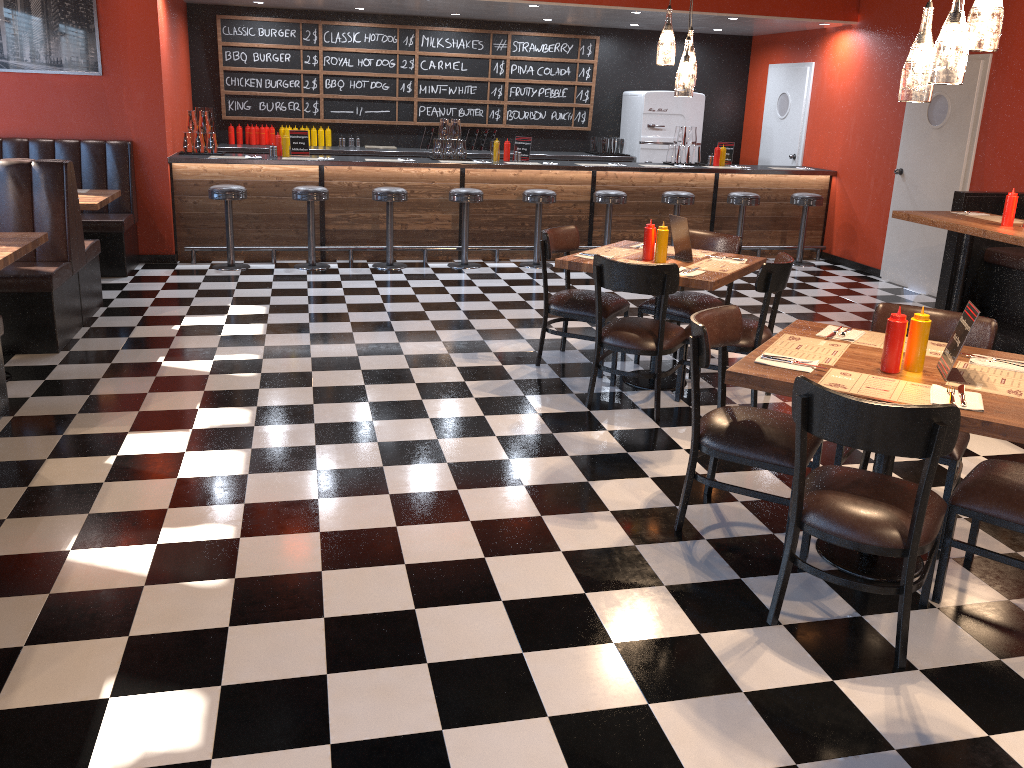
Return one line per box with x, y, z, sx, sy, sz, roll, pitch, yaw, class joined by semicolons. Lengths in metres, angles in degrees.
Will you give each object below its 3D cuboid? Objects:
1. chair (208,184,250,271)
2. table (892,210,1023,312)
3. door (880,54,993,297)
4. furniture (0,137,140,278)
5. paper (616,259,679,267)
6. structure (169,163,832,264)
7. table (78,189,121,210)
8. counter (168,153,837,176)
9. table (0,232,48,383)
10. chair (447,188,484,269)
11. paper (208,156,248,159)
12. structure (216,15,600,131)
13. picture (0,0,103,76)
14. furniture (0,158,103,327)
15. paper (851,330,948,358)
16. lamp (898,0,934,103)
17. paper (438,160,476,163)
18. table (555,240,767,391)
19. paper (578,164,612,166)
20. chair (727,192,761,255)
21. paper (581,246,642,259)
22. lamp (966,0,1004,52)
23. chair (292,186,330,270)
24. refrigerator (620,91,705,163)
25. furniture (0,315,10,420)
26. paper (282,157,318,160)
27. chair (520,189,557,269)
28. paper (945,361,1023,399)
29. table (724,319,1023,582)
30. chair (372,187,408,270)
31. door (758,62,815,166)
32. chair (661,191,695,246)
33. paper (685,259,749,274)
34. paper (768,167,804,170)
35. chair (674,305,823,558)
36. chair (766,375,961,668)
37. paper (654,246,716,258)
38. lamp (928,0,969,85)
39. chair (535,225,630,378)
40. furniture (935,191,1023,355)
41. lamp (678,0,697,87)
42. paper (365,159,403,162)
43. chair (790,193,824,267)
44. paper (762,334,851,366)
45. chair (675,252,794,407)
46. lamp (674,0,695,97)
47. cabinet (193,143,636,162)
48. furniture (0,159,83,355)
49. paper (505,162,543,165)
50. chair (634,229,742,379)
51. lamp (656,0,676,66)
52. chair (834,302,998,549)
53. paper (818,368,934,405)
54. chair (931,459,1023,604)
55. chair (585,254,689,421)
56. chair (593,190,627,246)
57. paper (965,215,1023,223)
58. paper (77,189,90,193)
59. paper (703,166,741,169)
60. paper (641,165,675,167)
-2.661;-1.481;8.343;0.350;0.765;0.351;12;19;30;chair
3.187;-0.493;5.649;0.696;0.988;1.712;-2;18;-13;table
3.958;-1.974;8.408;0.161;2.153;1.038;-2;17;-13;door
-4.274;-1.563;7.798;1.709;1.141;0.714;-2;17;-13;furniture
0.729;-0.672;5.031;0.367;0.001;0.263;13;21;29;paper
0.176;-1.715;9.268;7.042;1.027;0.218;-2;17;-13;structure
-4.079;-1.114;7.049;1.692;0.765;0.968;-2;18;-13;table
0.127;-2.330;9.411;7.042;0.049;0.683;-2;19;-13;counter
-3.542;-0.370;4.829;1.692;0.765;0.968;-2;18;-13;table
-0.466;-1.563;8.858;0.349;0.765;0.351;10;18;25;chair
-2.731;-2.191;8.561;0.365;0.001;0.264;-2;18;-12;paper
-1.162;-3.722;10.729;4.543;1.133;0.202;-2;16;-13;structure
-4.159;-3.373;7.678;1.023;1.286;0.016;-2;16;-13;picture
-3.890;-1.033;6.215;1.709;1.141;0.714;-2;17;-13;furniture
1.576;-0.161;3.563;0.367;0.001;0.263;12;21;28;paper
1.421;-1.903;2.782;0.108;1.942;0.110;2;16;-2;lamp
-0.558;-2.280;9.093;0.365;0.001;0.264;-2;18;-12;paper
0.894;-0.383;5.399;0.960;0.765;0.968;12;20;30;table
0.877;-2.330;9.418;0.365;0.001;0.264;-3;19;-17;paper
2.461;-1.672;9.544;0.348;0.765;0.352;0;16;-8;chair
0.616;-0.812;5.447;0.262;0.001;0.368;13;21;30;paper
1.589;-2.039;2.673;0.109;1.942;0.109;-11;21;-40;lamp
-1.929;-1.508;8.515;0.350;0.765;0.351;14;20;35;chair
1.886;-2.827;11.379;0.803;1.782;0.859;-2;17;-13;refrigerator
-3.349;-0.284;3.981;1.709;1.141;0.714;-2;17;-13;furniture
-2.076;-2.220;8.728;0.365;0.001;0.264;-2;18;-12;paper
0.266;-1.590;9.030;0.350;0.765;0.351;12;19;30;chair
1.701;-0.016;3.134;0.262;0.001;0.368;13;21;30;paper
1.399;0.294;3.380;0.964;0.765;0.964;12;20;30;table
-1.197;-1.535;8.687;0.350;0.765;0.351;14;20;35;chair
3.322;-2.854;11.036;0.161;2.153;1.038;-2;17;-13;door
1.729;-1.645;9.373;0.348;0.765;0.352;-2;17;-13;chair
1.187;-0.682;5.116;0.262;0.001;0.368;13;21;29;paper
3.093;-2.422;9.965;0.365;0.001;0.264;1;18;-3;paper
0.956;0.164;3.577;0.546;0.857;0.490;11;19;27;chair
1.162;0.386;2.920;0.488;0.857;0.549;12;19;30;chair
1.066;-0.831;5.559;0.367;0.001;0.263;14;21;32;paper
1.464;-1.921;2.655;0.109;1.942;0.109;11;18;27;lamp
0.442;-0.553;5.717;0.546;0.857;0.491;10;18;25;chair
4.801;0.425;2.785;1.104;1.136;8.862;-2;18;-13;furniture
1.043;-2.653;4.852;0.108;1.942;0.109;-6;18;-26;lamp
-1.295;-2.257;8.933;0.365;0.001;0.264;-2;18;-12;paper
3.193;-1.700;9.716;0.350;0.765;0.351;12;19;30;chair
1.147;-0.137;3.438;0.262;0.001;0.368;12;20;28;paper
1.297;-0.325;5.121;0.546;0.857;0.491;10;18;25;chair
1.008;-2.561;4.753;0.109;1.942;0.109;12;19;32;lamp
-1.120;-2.365;10.884;5.285;0.987;0.683;-2;17;-13;cabinet
-3.731;-0.811;5.555;1.709;1.141;0.714;-2;17;-13;furniture
0.115;-2.303;9.244;0.365;0.001;0.264;-2;18;-12;paper
1.166;-0.547;5.787;0.489;0.857;0.547;17;22;41;chair
0.919;-2.773;4.848;0.108;1.942;0.109;-4;17;-21;lamp
1.689;0.139;3.743;0.488;0.857;0.548;13;20;33;chair
1.243;0.009;3.000;0.367;0.001;0.263;12;21;28;paper
1.853;0.374;3.040;0.548;0.857;0.489;16;21;38;chair
0.710;-0.299;4.970;0.488;0.857;0.549;10;18;24;chair
0.998;-1.617;9.201;0.350;0.765;0.351;12;19;30;chair
3.276;-1.106;5.946;0.261;0.001;0.370;-1;18;-11;paper
-3.720;-1.601;7.351;0.365;0.001;0.264;-4;19;-17;paper
2.312;-2.393;9.782;0.365;0.001;0.264;-2;18;-12;paper
1.582;-2.368;9.619;0.365;0.001;0.264;-2;18;-12;paper
